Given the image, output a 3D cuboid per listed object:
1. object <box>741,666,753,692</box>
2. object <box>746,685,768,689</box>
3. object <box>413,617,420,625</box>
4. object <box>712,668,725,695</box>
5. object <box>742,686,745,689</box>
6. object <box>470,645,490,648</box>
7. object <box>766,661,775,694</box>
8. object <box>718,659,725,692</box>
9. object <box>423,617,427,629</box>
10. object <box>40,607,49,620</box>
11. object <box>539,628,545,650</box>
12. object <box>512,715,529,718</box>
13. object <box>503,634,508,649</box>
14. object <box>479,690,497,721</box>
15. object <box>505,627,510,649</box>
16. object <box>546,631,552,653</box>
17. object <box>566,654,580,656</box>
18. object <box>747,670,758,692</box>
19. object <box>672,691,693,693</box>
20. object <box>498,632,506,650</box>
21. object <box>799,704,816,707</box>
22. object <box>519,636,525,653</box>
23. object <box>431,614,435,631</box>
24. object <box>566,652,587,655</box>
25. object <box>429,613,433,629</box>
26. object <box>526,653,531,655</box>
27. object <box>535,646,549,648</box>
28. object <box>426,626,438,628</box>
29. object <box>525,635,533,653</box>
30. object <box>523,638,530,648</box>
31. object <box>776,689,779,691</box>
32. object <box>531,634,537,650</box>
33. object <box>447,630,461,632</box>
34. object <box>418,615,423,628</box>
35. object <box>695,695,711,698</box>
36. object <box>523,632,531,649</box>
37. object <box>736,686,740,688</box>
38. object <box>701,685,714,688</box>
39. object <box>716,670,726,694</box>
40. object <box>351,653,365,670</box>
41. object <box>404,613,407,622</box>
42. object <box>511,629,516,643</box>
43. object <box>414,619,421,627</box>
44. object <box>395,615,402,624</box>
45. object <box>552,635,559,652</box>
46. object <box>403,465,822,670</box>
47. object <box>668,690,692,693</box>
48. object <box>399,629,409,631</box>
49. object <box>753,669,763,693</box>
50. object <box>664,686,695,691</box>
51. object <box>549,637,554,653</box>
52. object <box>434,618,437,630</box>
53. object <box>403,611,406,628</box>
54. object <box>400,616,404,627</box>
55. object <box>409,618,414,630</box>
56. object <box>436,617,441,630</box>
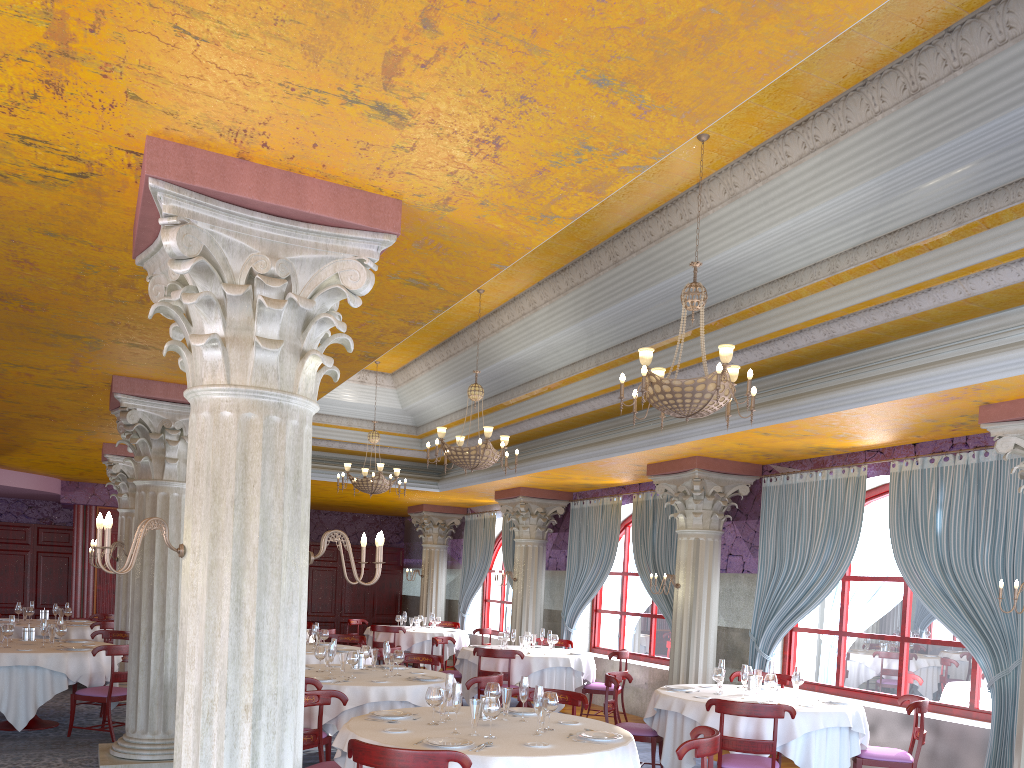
[{"bbox_3d":[2.442,3.071,8.924,0.123,0.264,0.122,3,-1,-35],"label":"object"},{"bbox_3d":[2.681,3.279,9.257,0.316,0.024,0.318,9,-14,-25],"label":"object"},{"bbox_3d":[-1.883,4.710,16.839,0.122,0.264,0.123,2,-1,33],"label":"object"},{"bbox_3d":[2.048,2.957,8.519,0.123,0.264,0.122,3,-1,-12],"label":"object"},{"bbox_3d":[2.508,3.287,9.280,0.022,0.003,0.260,-1,-14,17],"label":"object"},{"bbox_3d":[-0.492,4.047,13.202,0.313,0.024,0.320,-6,-16,33],"label":"object"},{"bbox_3d":[2.672,3.026,8.837,0.074,0.335,0.074,3,1,10],"label":"object"},{"bbox_3d":[2.136,2.980,8.747,0.074,0.335,0.074,3,1,10],"label":"object"},{"bbox_3d":[-1.789,4.902,17.584,0.086,0.237,0.085,3,0,-1],"label":"object"},{"bbox_3d":[-10.377,3.168,14.160,5.660,1.199,0.352,2,1,2],"label":"object"},{"bbox_3d":[0.466,3.955,13.271,0.074,0.335,0.073,2,2,-35],"label":"object"},{"bbox_3d":[0.063,2.505,6.456,0.138,0.011,0.030,-2,-12,21],"label":"object"},{"bbox_3d":[-0.106,3.927,13.058,0.086,0.237,0.085,3,0,-24],"label":"object"},{"bbox_3d":[-0.167,2.248,6.003,0.071,0.211,0.146,3,-2,44],"label":"object"},{"bbox_3d":[-0.070,3.908,13.181,0.073,0.335,0.074,4,2,33],"label":"object"},{"bbox_3d":[0.555,3.834,12.734,0.074,0.335,0.074,3,1,10],"label":"object"},{"bbox_3d":[0.883,3.969,12.558,0.232,0.013,0.028,-2,-11,18],"label":"object"},{"bbox_3d":[2.420,2.982,8.605,0.071,0.211,0.146,3,-2,44],"label":"object"},{"bbox_3d":[1.681,3.070,8.558,0.256,0.019,0.056,-3,-13,23],"label":"object"},{"bbox_3d":[-0.158,3.886,12.953,0.123,0.264,0.122,3,-1,-12],"label":"object"},{"bbox_3d":[2.741,2.983,7.945,0.160,0.009,0.161,9,-15,-25],"label":"object"},{"bbox_3d":[0.141,3.835,12.613,0.086,0.237,0.085,3,0,-1],"label":"object"},{"bbox_3d":[-1.574,4.731,17.013,0.074,0.335,0.074,3,1,10],"label":"object"},{"bbox_3d":[0.962,4.006,12.724,0.316,0.024,0.318,9,-14,-25],"label":"object"},{"bbox_3d":[-1.662,4.852,17.550,0.074,0.335,0.074,3,1,10],"label":"object"},{"bbox_3d":[0.204,3.849,12.203,0.054,0.019,0.263,-2,-14,23],"label":"object"},{"bbox_3d":[0.475,4.208,13.691,0.316,0.024,0.318,9,-14,-25],"label":"object"},{"bbox_3d":[-1.654,5.104,17.970,0.316,0.024,0.318,9,-14,-25],"label":"object"},{"bbox_3d":[0.246,3.814,12.560,0.122,0.264,0.123,2,-1,33],"label":"object"},{"bbox_3d":[0.214,3.911,13.040,0.071,0.211,0.146,3,-2,44],"label":"object"},{"bbox_3d":[2.847,3.275,9.178,0.027,0.013,0.238,-1,-13,18],"label":"object"},{"bbox_3d":[0.339,4.006,13.306,0.086,0.237,0.085,3,0,-1],"label":"object"},{"bbox_3d":[-1.167,4.902,17.003,0.316,0.024,0.318,9,-14,-25],"label":"object"},{"bbox_3d":[-1.893,4.896,17.637,0.123,0.264,0.122,3,-1,-35],"label":"object"},{"bbox_3d":[1.823,2.999,8.203,0.159,0.009,0.162,4,-13,-6],"label":"object"},{"bbox_3d":[0.236,4.000,13.358,0.123,0.264,0.122,3,-1,-35],"label":"object"},{"bbox_3d":[2.472,3.279,9.290,0.054,0.019,0.263,-2,-14,23],"label":"object"},{"bbox_3d":[2.082,3.226,9.123,0.159,0.009,0.162,4,-13,-6],"label":"object"},{"bbox_3d":[2.100,2.998,8.624,0.085,0.237,0.086,3,0,44],"label":"object"},{"bbox_3d":[-1.595,2.850,8.874,0.071,0.211,0.146,3,-2,44],"label":"object"},{"bbox_3d":[-2.110,4.684,16.923,0.074,0.335,0.074,3,1,10],"label":"object"},{"bbox_3d":[0.019,3.787,12.645,0.074,0.335,0.073,2,1,-12],"label":"object"},{"bbox_3d":[-1.915,4.807,17.318,0.071,0.211,0.146,3,-2,44],"label":"object"},{"bbox_3d":[-2.287,4.783,17.232,0.123,0.264,0.122,3,-1,-12],"label":"object"},{"bbox_3d":[0.640,3.928,12.965,0.122,0.264,0.123,2,-1,33],"label":"object"},{"bbox_3d":[2.899,2.884,11.149,2.106,3.572,29.538,4,-12,-26],"label":"object"},{"bbox_3d":[1.690,3.088,8.596,0.253,0.003,0.022,-1,-14,18],"label":"object"},{"bbox_3d":[-2.134,4.741,16.514,0.316,0.024,0.318,9,-14,-25],"label":"object"},{"bbox_3d":[2.546,3.077,8.871,0.086,0.237,0.085,3,0,-1],"label":"object"},{"bbox_3d":[1.714,3.118,8.768,0.316,0.024,0.318,9,-14,-25],"label":"object"},{"bbox_3d":[0.586,3.914,12.861,0.085,0.237,0.086,3,0,44],"label":"object"},{"bbox_3d":[-1.543,4.810,17.139,0.085,0.237,0.086,3,0,44],"label":"object"},{"bbox_3d":[-2.199,4.805,17.460,0.074,0.335,0.074,3,1,10],"label":"object"},{"bbox_3d":[-2.234,4.823,17.337,0.085,0.237,0.086,3,0,44],"label":"object"},{"bbox_3d":[-1.988,4.731,16.892,0.085,0.237,0.086,3,0,44],"label":"object"},{"bbox_3d":[-1.489,4.824,17.243,0.123,0.264,0.122,3,-1,-12],"label":"object"}]
